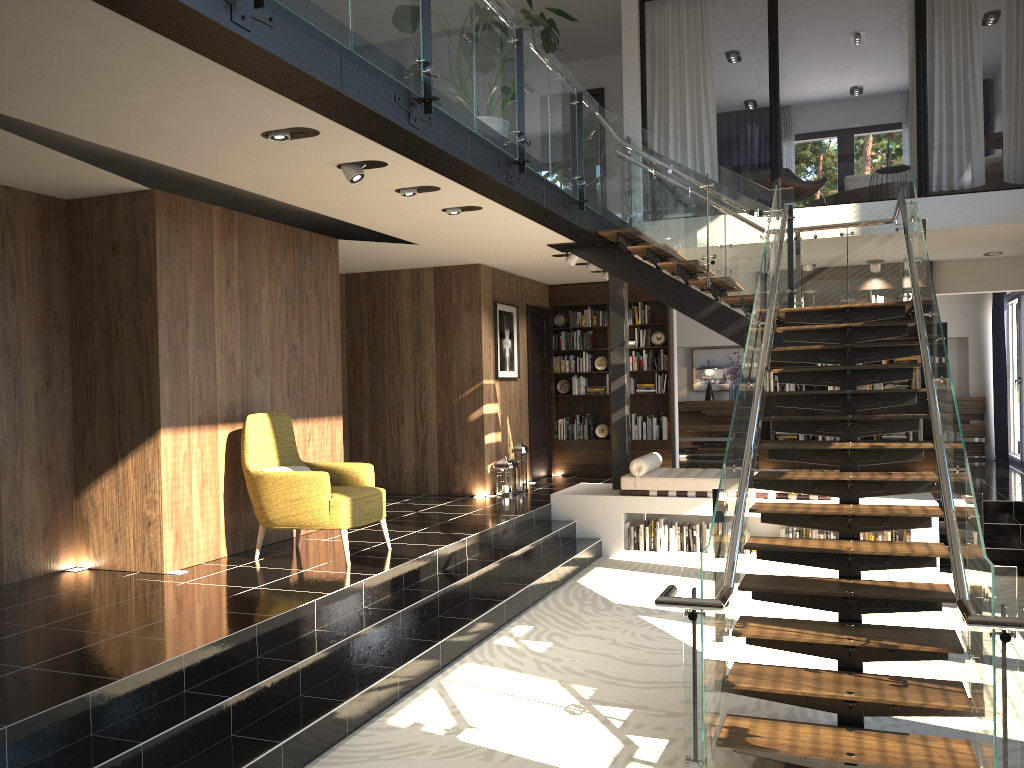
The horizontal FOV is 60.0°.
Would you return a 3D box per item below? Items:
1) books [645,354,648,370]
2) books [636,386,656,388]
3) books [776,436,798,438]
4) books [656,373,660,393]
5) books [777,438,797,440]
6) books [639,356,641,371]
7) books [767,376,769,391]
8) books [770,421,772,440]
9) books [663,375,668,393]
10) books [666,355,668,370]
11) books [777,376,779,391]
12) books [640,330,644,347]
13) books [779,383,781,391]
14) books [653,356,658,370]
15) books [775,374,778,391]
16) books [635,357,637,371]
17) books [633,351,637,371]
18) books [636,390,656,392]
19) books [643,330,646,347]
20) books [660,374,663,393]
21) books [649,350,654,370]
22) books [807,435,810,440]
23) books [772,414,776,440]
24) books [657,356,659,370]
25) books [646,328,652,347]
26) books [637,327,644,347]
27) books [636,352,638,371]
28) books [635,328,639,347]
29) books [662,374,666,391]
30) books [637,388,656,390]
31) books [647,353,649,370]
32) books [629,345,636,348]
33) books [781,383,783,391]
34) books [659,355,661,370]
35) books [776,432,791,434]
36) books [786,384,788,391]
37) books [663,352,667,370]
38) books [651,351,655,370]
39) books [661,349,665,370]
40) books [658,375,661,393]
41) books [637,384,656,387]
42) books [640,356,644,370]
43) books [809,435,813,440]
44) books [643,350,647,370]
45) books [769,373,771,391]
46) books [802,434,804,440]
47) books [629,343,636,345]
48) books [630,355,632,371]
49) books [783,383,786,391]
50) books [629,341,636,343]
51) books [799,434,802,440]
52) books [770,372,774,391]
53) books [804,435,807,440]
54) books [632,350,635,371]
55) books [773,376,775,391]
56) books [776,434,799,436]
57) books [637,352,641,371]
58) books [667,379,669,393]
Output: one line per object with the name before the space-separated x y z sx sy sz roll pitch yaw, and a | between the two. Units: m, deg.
books | 1.844 -0.295 12.130 0.027 0.219 0.139 -1 0 21
books | 1.854 0.043 12.190 0.266 0.019 0.157 -1 0 23
books | 3.584 0.689 11.541 0.258 0.024 0.167 -1 0 22
books | 1.992 -0.011 12.114 0.014 0.279 0.202 -1 0 21
books | 3.590 0.714 11.557 0.247 0.026 0.148 -1 0 20
books | 1.778 -0.284 12.175 0.026 0.200 0.154 -1 0 21
books | 3.349 0.000 11.590 0.028 0.199 0.175 -1 0 21
books | 3.409 0.595 11.622 0.025 0.270 0.156 -1 0 21
books | 2.098 -0.001 12.053 0.047 0.253 0.210 -1 0 21
books | 2.114 -0.289 12.020 0.026 0.196 0.170 -1 0 21
books | 3.471 -0.002 11.550 0.024 0.197 0.173 -1 0 21
books | 1.802 -0.621 12.184 0.025 0.235 0.232 -1 0 21
books | 3.496 -0.040 11.544 0.029 0.272 0.152 -1 0 21
books | 1.972 -0.286 12.109 0.060 0.196 0.119 -1 0 21
books | 3.449 -0.016 11.566 0.028 0.227 0.136 -1 0 21
books | 1.719 -0.273 12.191 0.028 0.180 0.130 -1 0 21
books | 1.694 -0.318 12.194 0.019 0.272 0.175 -1 0 21
books | 1.850 0.097 12.177 0.271 0.028 0.174 -1 0 16
books | 1.842 -0.623 12.188 0.047 0.238 0.225 -1 0 21
books | 2.064 -0.001 12.122 0.038 0.257 0.138 -1 0 21
books | 1.904 -0.325 12.114 0.037 0.277 0.179 -1 0 21
books | 3.831 0.615 11.464 0.023 0.212 0.123 -1 0 21
books | 3.417 0.560 11.570 0.028 0.340 0.203 -1 0 21
books | 2.009 -0.284 12.085 0.026 0.190 0.121 -1 0 21
books | 1.875 -0.630 12.159 0.035 0.251 0.196 -1 0 21
books | 1.767 -0.646 12.196 0.049 0.286 0.259 -1 0 21
books | 1.735 -0.309 12.177 0.014 0.253 0.169 -1 0 21
books | 1.739 -0.634 12.224 0.023 0.264 0.218 -1 0 21
books | 2.071 -0.007 12.068 0.013 0.267 0.177 -1 0 21
books | 1.852 0.068 12.185 0.263 0.030 0.159 -1 0 18
books | 1.879 -0.305 12.142 0.030 0.239 0.146 -1 0 21
books | 1.601 -0.515 12.309 0.239 0.033 0.176 -1 0 18
books | 3.525 -0.012 11.547 0.021 0.216 0.170 -1 0 21
books | 2.024 -0.294 12.060 0.020 0.209 0.147 -1 0 21
books | 3.582 0.636 11.539 0.287 0.030 0.176 -1 0 19
books | 3.573 -0.016 11.509 0.030 0.222 0.190 -1 0 21
books | 2.080 -0.313 12.058 0.018 0.246 0.144 -1 0 21
books | 1.926 -0.318 12.099 0.016 0.262 0.155 -1 0 21
books | 2.056 -0.329 12.043 0.016 0.278 0.202 -1 0 21
books | 2.025 0.005 12.092 0.014 0.247 0.192 -1 0 21
books | 1.856 0.019 12.198 0.239 0.031 0.146 -1 0 21
books | 1.795 -0.282 12.138 0.032 0.195 0.183 -1 0 21
books | 3.871 0.593 11.431 0.075 0.254 0.181 -1 0 21
books | 1.826 -0.325 12.148 0.020 0.281 0.153 -1 0 21
books | 3.380 -0.024 11.599 0.023 0.245 0.159 -1 0 21
books | 3.765 0.567 11.471 0.031 0.310 0.169 -1 0 21
books | 1.595 -0.547 12.296 0.266 0.030 0.209 -1 0 22
books | 1.656 -0.287 12.237 0.033 0.211 0.132 -1 0 21
books | 3.548 -0.001 11.532 0.033 0.193 0.172 -1 0 21
books | 1.598 -0.572 12.304 0.264 0.021 0.189 -1 0 19
books | 3.730 0.581 11.465 0.030 0.284 0.177 -1 0 21
books | 3.397 -0.031 11.572 0.029 0.258 0.181 -1 0 21
books | 3.795 0.571 11.455 0.036 0.302 0.186 -1 0 21
books | 1.680 -0.322 12.219 0.025 0.280 0.145 -1 0 21
books | 3.426 -0.006 11.576 0.022 0.207 0.130 -1 0 21
books | 3.588 0.664 11.552 0.271 0.025 0.156 -1 0 22
books | 1.748 -0.310 12.163 0.021 0.253 0.167 -1 0 21
books | 2.141 0.024 12.068 0.021 0.204 0.169 -1 0 21
